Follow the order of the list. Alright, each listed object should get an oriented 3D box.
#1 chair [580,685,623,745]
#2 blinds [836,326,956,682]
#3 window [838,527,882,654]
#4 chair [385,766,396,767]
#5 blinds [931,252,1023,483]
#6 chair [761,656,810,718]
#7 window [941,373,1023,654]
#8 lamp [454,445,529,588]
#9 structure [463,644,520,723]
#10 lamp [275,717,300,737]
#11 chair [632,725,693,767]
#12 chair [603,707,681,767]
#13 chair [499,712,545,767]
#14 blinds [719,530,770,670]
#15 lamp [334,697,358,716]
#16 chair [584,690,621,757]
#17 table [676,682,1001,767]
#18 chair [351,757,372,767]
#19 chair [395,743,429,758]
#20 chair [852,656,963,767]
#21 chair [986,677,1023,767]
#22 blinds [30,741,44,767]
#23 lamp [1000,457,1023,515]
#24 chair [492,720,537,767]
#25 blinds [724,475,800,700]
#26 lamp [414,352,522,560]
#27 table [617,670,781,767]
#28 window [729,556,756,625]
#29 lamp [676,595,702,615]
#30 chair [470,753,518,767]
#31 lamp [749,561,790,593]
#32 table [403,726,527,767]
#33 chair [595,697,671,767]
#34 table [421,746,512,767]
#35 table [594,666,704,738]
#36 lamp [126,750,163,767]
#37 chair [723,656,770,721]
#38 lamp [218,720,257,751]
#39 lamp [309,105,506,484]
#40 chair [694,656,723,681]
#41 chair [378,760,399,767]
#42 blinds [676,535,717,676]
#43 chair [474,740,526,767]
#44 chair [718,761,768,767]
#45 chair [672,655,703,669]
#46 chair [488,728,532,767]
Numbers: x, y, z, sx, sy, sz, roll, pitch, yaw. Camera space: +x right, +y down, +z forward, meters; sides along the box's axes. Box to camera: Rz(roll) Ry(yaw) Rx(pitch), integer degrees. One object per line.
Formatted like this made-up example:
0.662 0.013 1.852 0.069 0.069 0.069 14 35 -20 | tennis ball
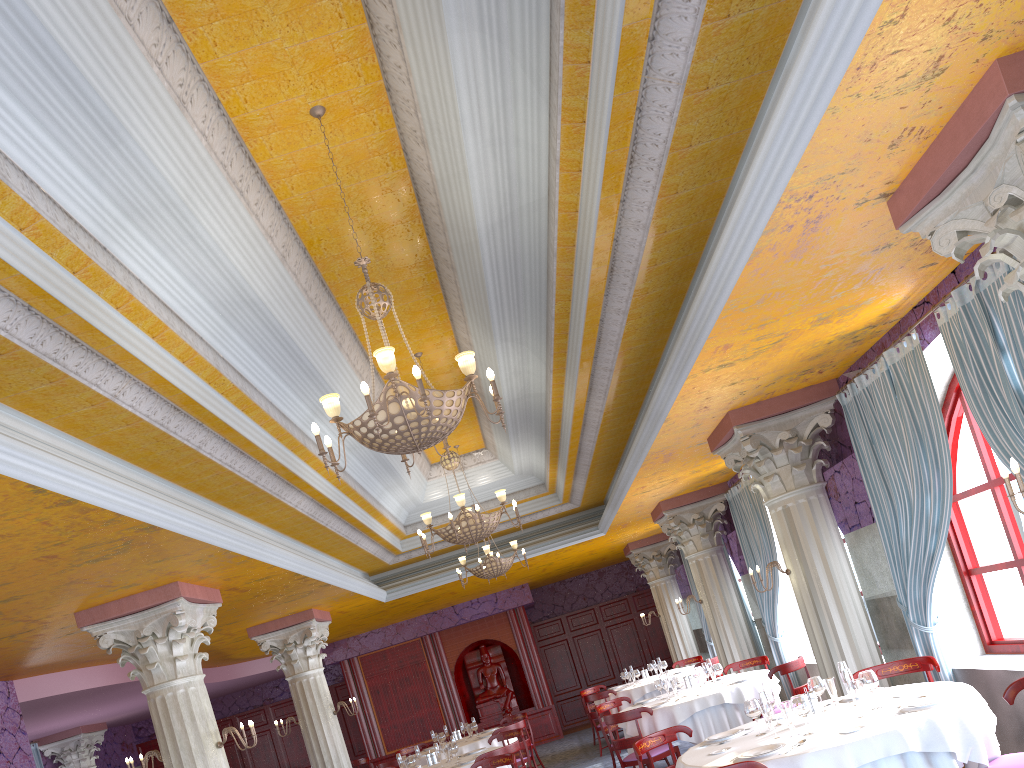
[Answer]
1.794 6.355 16.508 0.731 1.064 0.682 -9 -11 -46 | chair
3.462 1.472 7.042 0.245 3.433 1.752 -17 -6 -2 | blinds
4.117 2.177 10.825 0.160 2.467 3.718 -17 -13 -3 | window
-1.698 5.919 11.940 0.731 1.064 0.682 -9 -11 -46 | chair
3.389 0.837 5.036 0.244 3.433 1.757 -17 -6 -4 | blinds
3.216 3.779 9.966 0.731 1.064 0.682 -9 -11 -46 | chair
3.945 0.671 6.070 0.160 2.467 3.718 -17 -13 -3 | window
-0.539 1.912 12.816 0.934 2.123 1.010 -11 -8 -46 | lamp
-0.523 6.982 20.035 0.966 1.803 0.657 -17 -5 0 | structure
-3.488 5.346 13.387 0.376 0.266 0.359 -14 -13 -13 | lamp
1.443 3.274 6.780 0.731 1.064 0.682 -9 -11 -46 | chair
1.559 4.294 10.001 0.630 1.064 0.790 -10 -11 -46 | chair
0.078 6.454 15.217 0.630 1.064 0.790 -10 -11 -45 | chair
3.732 3.843 14.527 0.244 3.433 1.757 -17 -6 -4 | blinds
-2.577 5.044 13.309 0.376 0.266 0.359 -14 -13 -13 | lamp
1.732 5.808 14.778 0.630 1.064 0.790 -10 -11 -46 | chair
2.253 2.793 5.897 2.082 0.927 2.181 -17 -15 0 | table
-2.886 7.675 16.196 0.630 1.064 0.790 -10 -11 -45 | chair
-1.578 6.969 15.252 0.731 1.064 0.682 -9 -11 -46 | chair
3.099 2.759 6.744 0.630 1.064 0.790 -10 -11 -45 | chair
3.037 2.211 5.015 0.731 1.064 0.682 -9 -11 -46 | chair
-9.360 8.670 16.791 0.244 3.249 1.888 -17 -7 -4 | blinds
2.388 0.411 3.776 0.376 0.266 0.359 -14 -13 -13 | lamp
0.016 5.906 13.487 0.731 1.064 0.682 -9 -11 -46 | chair
3.635 2.993 11.842 0.245 3.433 1.752 -17 -6 -2 | blinds
-0.681 0.667 8.885 0.934 2.123 1.010 -11 -8 -46 | lamp
2.431 4.361 10.849 2.082 0.927 2.181 -17 -15 0 | table
4.288 3.682 15.576 0.160 2.467 3.718 -17 -13 -3 | window
2.730 3.413 13.253 0.376 0.266 0.359 -14 -13 -13 | lamp
-0.152 4.436 8.849 0.630 1.064 0.790 -10 -11 -45 | chair
2.559 1.918 8.532 0.376 0.266 0.359 -14 -13 -13 | lamp
-0.769 6.488 14.370 2.082 0.927 2.181 -17 -15 0 | table
1.622 4.842 11.731 0.731 1.064 0.682 -9 -11 -46 | chair
-0.888 5.438 11.057 2.082 0.927 2.181 -17 -15 0 | table
2.604 5.874 15.626 2.082 0.927 2.181 -17 -15 0 | table
-3.658 3.851 8.665 0.376 0.266 0.359 -14 -13 -13 | lamp
3.278 4.327 11.695 0.630 1.064 0.790 -10 -11 -45 | chair
-2.749 3.534 8.542 0.376 0.266 0.359 -14 -13 -13 | lamp
-0.825 -0.599 4.889 0.934 2.123 1.010 -11 -8 -46 | lamp
3.388 5.292 14.743 0.731 1.064 0.682 -9 -11 -46 | chair
-1.641 6.421 13.523 0.630 1.064 0.790 -10 -11 -46 | chair
3.805 4.479 16.533 0.245 3.433 1.752 -17 -6 -2 | blinds
-0.104 4.856 10.175 0.731 1.064 0.682 -9 -11 -46 | chair
1.380 2.726 5.050 0.630 1.064 0.790 -10 -11 -46 | chair
3.451 5.840 16.472 0.630 1.064 0.790 -10 -11 -45 | chair
-0.042 5.404 11.904 0.630 1.064 0.790 -10 -11 -45 | chair
